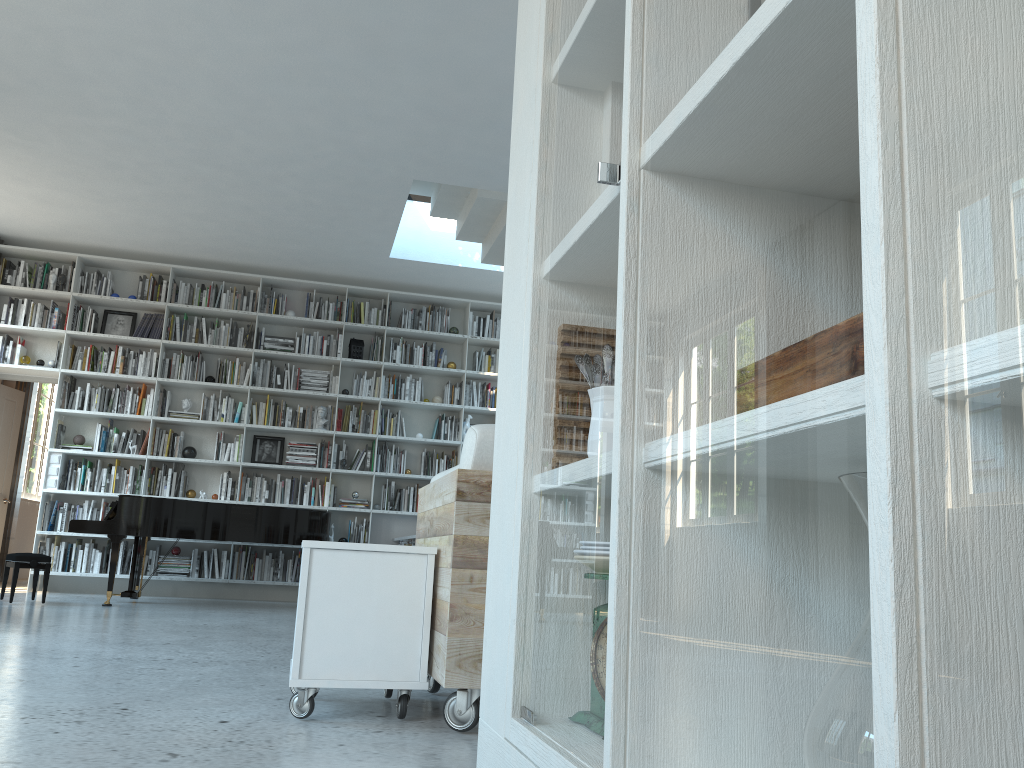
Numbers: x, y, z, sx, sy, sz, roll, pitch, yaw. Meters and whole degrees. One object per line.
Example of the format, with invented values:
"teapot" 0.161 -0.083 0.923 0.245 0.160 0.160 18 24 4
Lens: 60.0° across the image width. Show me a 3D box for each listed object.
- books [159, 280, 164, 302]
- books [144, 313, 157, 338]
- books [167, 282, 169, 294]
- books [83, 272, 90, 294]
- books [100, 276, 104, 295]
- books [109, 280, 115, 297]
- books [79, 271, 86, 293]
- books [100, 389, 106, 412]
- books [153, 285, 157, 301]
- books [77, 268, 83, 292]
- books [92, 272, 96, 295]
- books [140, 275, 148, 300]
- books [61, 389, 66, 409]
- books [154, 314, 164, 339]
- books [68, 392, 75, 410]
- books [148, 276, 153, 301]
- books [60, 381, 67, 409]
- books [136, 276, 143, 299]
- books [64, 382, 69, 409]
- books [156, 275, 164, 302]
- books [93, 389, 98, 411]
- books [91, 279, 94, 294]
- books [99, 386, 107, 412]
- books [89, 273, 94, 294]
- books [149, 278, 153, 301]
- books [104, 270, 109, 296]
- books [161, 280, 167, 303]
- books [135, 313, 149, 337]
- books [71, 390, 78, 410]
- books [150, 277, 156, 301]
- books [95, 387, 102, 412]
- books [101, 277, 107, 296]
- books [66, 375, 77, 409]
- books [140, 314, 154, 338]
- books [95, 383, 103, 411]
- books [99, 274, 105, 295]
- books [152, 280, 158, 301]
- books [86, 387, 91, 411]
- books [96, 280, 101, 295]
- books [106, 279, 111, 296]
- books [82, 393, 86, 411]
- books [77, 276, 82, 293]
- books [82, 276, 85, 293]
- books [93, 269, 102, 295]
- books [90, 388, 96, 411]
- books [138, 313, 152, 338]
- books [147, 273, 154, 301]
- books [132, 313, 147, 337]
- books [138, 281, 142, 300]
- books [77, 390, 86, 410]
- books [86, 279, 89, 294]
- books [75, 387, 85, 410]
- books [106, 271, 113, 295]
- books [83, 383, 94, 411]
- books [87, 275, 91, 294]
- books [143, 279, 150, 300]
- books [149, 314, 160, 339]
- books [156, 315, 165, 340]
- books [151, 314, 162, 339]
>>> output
"books" -3.429 -0.873 8.695 0.022 0.260 0.152 5 -11 -13
"books" -3.500 -0.532 8.598 0.097 0.282 0.174 5 -11 -13
"books" -3.369 -0.862 8.710 0.039 0.251 0.147 5 -11 -13
"books" -4.087 -0.934 8.533 0.012 0.248 0.180 5 -11 -13
"books" -3.943 -0.906 8.560 0.013 0.219 0.181 5 -11 -13
"books" -3.880 -0.891 8.591 0.013 0.209 0.136 5 -11 -13
"books" -4.129 -0.941 8.533 0.007 0.258 0.157 5 -11 -13
"books" -3.855 0.177 8.380 0.024 0.237 0.167 5 -11 -13
"books" -3.476 -0.845 8.665 0.027 0.190 0.178 5 -11 -13
"books" -4.152 -0.956 8.533 0.007 0.284 0.160 5 -11 -13
"books" -4.015 -0.933 8.549 0.016 0.260 0.154 5 -11 -13
"books" -3.584 -0.901 8.645 0.024 0.279 0.188 5 -11 -13
"books" -4.184 0.161 8.315 0.026 0.209 0.155 5 -11 -13
"books" -3.428 -0.524 8.635 0.078 0.285 0.174 5 -11 -13
"books" -4.117 0.178 8.315 0.037 0.182 0.189 5 -11 -13
"books" -3.527 -0.895 8.669 0.013 0.283 0.167 5 -11 -13
"books" -4.203 0.123 8.327 0.012 0.284 0.160 5 -11 -13
"books" -3.633 -0.901 8.652 0.013 0.277 0.151 5 -11 -13
"books" -4.156 0.132 8.310 0.027 0.265 0.176 5 -11 -13
"books" -3.446 -0.897 8.671 0.025 0.296 0.164 5 -11 -13
"books" -3.917 0.176 8.374 0.014 0.229 0.148 5 -11 -13
"books" -4.034 -0.898 8.552 0.014 0.192 0.146 5 -11 -13
"books" -3.874 0.162 8.395 0.011 0.270 0.158 5 -11 -13
"books" -4.044 -0.926 8.545 0.016 0.242 0.156 5 -11 -13
"books" -3.514 -0.886 8.658 0.010 0.263 0.157 5 -11 -13
"books" -3.913 -0.941 8.587 0.007 0.300 0.145 5 -11 -13
"books" -3.401 -0.870 8.688 0.031 0.254 0.178 5 -11 -13
"books" -3.578 -0.533 8.600 0.110 0.279 0.174 5 -11 -13
"books" -4.097 0.171 8.340 0.042 0.208 0.143 5 -11 -13
"books" -3.503 -0.890 8.662 0.011 0.274 0.184 5 -11 -13
"books" -3.887 0.168 8.372 0.021 0.247 0.189 5 -11 -13
"books" -3.925 -0.903 8.556 0.021 0.213 0.173 5 -11 -13
"books" -4.135 0.100 8.318 0.012 0.333 0.185 5 -11 -13
"books" -3.533 -0.528 8.610 0.110 0.279 0.174 5 -11 -13
"books" -3.903 0.146 8.381 0.011 0.292 0.184 5 -11 -13
"books" -3.956 -0.922 8.569 0.013 0.252 0.129 5 -11 -13
"books" -3.499 -0.874 8.691 0.013 0.254 0.129 5 -11 -13
"books" -3.976 0.161 8.358 0.011 0.245 0.176 5 -11 -13
"books" -3.975 -0.890 8.553 0.026 0.182 0.162 5 -11 -13
"books" -3.890 -0.891 8.578 0.014 0.201 0.171 5 -11 -13
"books" -4.023 0.192 8.373 0.021 0.187 0.129 5 -11 -13
"books" -4.141 -0.917 8.520 0.017 0.203 0.142 5 -11 -13
"books" -4.111 -0.916 8.532 0.032 0.209 0.158 5 -11 -13
"books" -3.989 -0.943 8.540 0.015 0.279 0.191 5 -11 -13
"books" -3.952 0.170 8.387 0.049 0.242 0.139 5 -11 -13
"books" -3.551 -0.534 8.588 0.110 0.279 0.174 5 -11 -13
"books" -3.542 -0.912 8.684 0.014 0.320 0.137 5 -11 -13
"books" -3.598 -0.536 8.587 0.110 0.279 0.174 5 -11 -13
"books" -3.612 -0.872 8.639 0.028 0.218 0.153 5 -11 -13
"books" -4.036 0.174 8.327 0.028 0.203 0.188 5 -11 -13
"books" -4.077 -0.903 8.545 0.017 0.193 0.129 5 -11 -13
"books" -4.062 0.157 8.334 0.022 0.235 0.177 5 -11 -13
"books" -3.906 -0.933 8.600 0.015 0.292 0.131 5 -11 -13
"books" -3.993 0.144 8.365 0.023 0.280 0.174 5 -11 -13
"books" -4.058 -0.920 8.535 0.013 0.224 0.177 5 -11 -13
"books" -3.559 -0.883 8.647 0.028 0.248 0.156 5 -11 -13
"books" -3.472 -0.528 8.625 0.078 0.285 0.174 5 -11 -13
"books" -3.402 -0.524 8.627 0.078 0.285 0.174 5 -11 -13
"books" -3.451 -0.525 8.634 0.078 0.285 0.174 5 -11 -13
